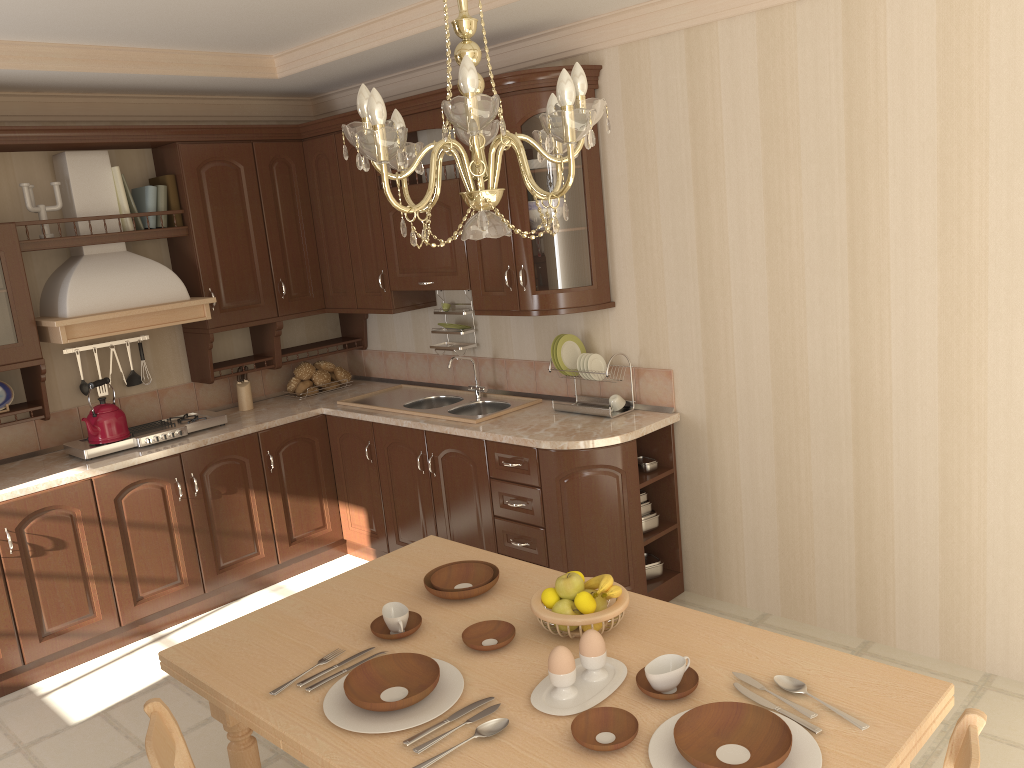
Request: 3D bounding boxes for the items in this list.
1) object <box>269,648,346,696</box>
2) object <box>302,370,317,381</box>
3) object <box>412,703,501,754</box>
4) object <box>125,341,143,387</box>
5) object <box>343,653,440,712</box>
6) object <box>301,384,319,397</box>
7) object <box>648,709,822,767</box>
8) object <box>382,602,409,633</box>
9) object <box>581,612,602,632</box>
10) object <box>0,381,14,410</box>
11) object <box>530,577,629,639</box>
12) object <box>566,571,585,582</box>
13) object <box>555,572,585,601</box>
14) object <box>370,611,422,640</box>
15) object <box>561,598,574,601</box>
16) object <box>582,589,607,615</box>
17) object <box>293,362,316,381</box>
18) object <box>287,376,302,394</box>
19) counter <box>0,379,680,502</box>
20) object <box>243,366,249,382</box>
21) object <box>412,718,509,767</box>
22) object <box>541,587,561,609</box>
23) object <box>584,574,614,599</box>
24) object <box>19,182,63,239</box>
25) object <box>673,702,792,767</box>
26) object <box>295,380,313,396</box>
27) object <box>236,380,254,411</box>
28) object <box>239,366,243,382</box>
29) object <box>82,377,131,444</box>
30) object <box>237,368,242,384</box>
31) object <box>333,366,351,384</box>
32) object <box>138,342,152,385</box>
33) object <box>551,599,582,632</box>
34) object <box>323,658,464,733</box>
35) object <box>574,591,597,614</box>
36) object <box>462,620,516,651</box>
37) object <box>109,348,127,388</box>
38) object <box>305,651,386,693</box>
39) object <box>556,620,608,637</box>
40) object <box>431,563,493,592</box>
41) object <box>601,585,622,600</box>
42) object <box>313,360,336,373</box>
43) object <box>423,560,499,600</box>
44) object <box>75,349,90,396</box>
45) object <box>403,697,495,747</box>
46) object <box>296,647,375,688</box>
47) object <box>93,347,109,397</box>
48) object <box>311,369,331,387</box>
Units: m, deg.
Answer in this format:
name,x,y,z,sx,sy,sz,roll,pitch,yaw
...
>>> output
name,x,y,z,sx,sy,sz,roll,pitch,yaw
object,-0.465,0.655,2.025,0.028,0.004,0.218,2,14,34
object,-1.172,-0.046,5.126,0.110,0.092,0.113,-4,11,7
object,-0.103,0.675,1.743,0.216,0.004,0.022,-15,14,-38
object,-1.938,-0.103,4.505,0.028,0.236,0.088,5,16,44
object,-0.252,0.640,1.883,0.204,0.042,0.204,5,16,44
object,-1.161,0.033,5.062,0.119,0.058,0.114,-4,11,10
object,0.393,0.655,1.575,0.299,0.009,0.299,-1,12,23
object,-0.281,0.581,2.164,0.063,0.055,0.119,-9,12,-16
object,0.184,0.553,2.052,0.055,0.046,0.046,-8,11,-12
object,-2.330,0.053,3.952,0.071,0.143,0.202,5,15,42
object,0.163,0.539,2.112,0.235,0.068,0.235,-5,11,2
object,0.149,0.477,2.152,0.054,0.046,0.047,-6,11,-3
object,0.137,0.481,2.100,0.068,0.061,0.069,-12,13,-28
object,-0.282,0.596,2.173,0.126,0.026,0.127,-9,12,-17
object,0.129,0.530,2.139,0.068,0.069,0.070,-14,14,-35
object,0.189,0.526,2.108,0.076,0.065,0.077,-1,12,21
object,-1.178,-0.072,5.041,0.100,0.105,0.118,4,14,39
object,-1.236,0.005,5.052,0.092,0.109,0.123,-3,11,12
counter,-1.046,0.329,3.754,2.422,0.034,2.603,5,16,44
object,-1.450,0.001,4.842,0.027,0.198,0.053,0,13,28
object,-0.095,0.684,1.680,0.219,0.011,0.047,-14,14,-35
object,0.093,0.510,2.111,0.045,0.047,0.055,-8,11,-12
object,0.205,0.483,2.102,0.066,0.085,0.184,-7,11,-7
object,-2.145,-0.783,4.022,0.174,0.248,0.163,-4,11,8
object,0.391,0.638,1.571,0.204,0.042,0.204,-3,12,15
object,-1.176,0.024,5.016,0.104,0.092,0.114,-5,11,2
object,-1.459,0.060,4.848,0.078,0.148,0.151,-7,11,-7
object,-1.481,-0.003,4.855,0.027,0.191,0.052,-6,11,1
object,-1.882,0.122,4.090,0.181,0.282,0.227,-10,12,-21
object,-1.482,0.013,4.828,0.027,0.198,0.053,0,13,28
object,-0.989,-0.051,5.168,0.097,0.106,0.117,-6,11,1
object,-1.886,-0.104,4.540,0.049,0.219,0.049,-1,12,22
object,0.127,0.539,2.069,0.072,0.076,0.074,-2,12,20
object,-0.250,0.658,1.886,0.299,0.009,0.299,5,15,43
object,0.170,0.506,2.050,0.051,0.053,0.045,2,13,33
object,-0.053,0.593,2.073,0.127,0.026,0.126,-4,11,10
object,-1.989,-0.083,4.437,0.005,0.195,0.089,5,16,44
object,-0.371,0.648,2.007,0.218,0.008,0.022,-16,15,-41
object,0.166,0.570,2.118,0.128,0.011,0.128,-6,11,-4
object,-0.132,0.529,2.376,0.168,0.034,0.168,-13,13,-33
object,0.224,0.501,2.096,0.064,0.094,0.176,-7,11,-8
object,-1.093,-0.100,5.150,0.125,0.078,0.112,3,14,39
object,-0.133,0.533,2.377,0.204,0.042,0.204,-7,11,-6
object,-2.099,-0.055,4.324,0.048,0.231,0.015,-16,15,-42
object,-0.125,0.670,1.771,0.221,0.008,0.023,-15,14,-39
object,-0.400,0.646,2.031,0.018,0.008,0.212,5,16,44
object,-2.042,-0.060,4.386,0.003,0.245,0.051,5,16,44
object,-1.090,-0.034,5.066,0.110,0.102,0.115,-9,12,-16
